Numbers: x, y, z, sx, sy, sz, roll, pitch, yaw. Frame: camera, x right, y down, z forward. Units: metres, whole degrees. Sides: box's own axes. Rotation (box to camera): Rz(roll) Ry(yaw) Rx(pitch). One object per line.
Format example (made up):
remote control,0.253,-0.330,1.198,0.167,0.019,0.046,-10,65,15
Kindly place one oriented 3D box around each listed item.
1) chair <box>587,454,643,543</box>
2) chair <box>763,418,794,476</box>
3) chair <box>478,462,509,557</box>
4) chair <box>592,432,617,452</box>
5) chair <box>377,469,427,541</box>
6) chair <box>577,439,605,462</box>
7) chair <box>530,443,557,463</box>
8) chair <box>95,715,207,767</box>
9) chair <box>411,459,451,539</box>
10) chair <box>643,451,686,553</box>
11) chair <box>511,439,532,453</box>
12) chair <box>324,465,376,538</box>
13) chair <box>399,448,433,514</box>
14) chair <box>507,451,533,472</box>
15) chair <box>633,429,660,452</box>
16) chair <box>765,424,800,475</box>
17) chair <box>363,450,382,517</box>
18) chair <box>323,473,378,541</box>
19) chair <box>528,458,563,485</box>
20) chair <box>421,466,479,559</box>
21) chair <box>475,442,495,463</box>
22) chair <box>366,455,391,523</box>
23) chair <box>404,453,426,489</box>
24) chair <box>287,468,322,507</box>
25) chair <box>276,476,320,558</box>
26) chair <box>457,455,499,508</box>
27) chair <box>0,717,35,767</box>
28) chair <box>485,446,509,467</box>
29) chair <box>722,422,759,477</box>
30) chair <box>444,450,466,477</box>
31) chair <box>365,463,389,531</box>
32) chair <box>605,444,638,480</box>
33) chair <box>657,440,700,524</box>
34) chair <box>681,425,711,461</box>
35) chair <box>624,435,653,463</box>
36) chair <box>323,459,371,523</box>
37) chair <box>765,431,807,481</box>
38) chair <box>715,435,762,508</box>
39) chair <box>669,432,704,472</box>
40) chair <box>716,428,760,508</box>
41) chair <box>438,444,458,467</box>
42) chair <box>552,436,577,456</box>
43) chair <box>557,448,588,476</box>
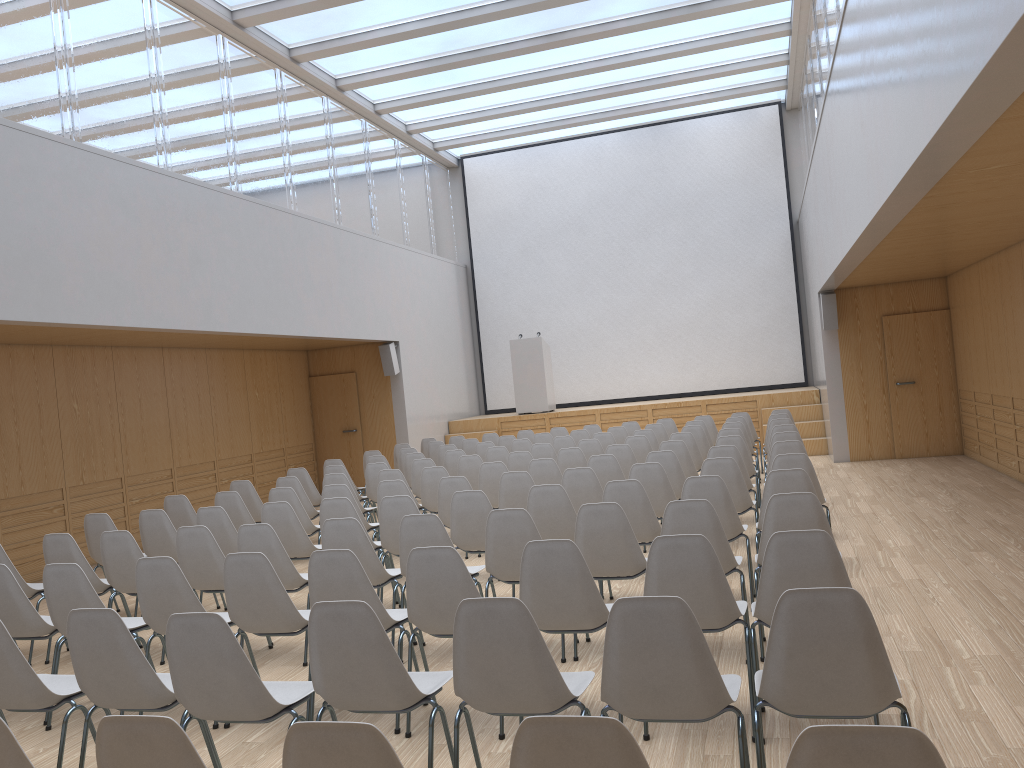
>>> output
chair,0.900,1.051,8.032,0.479,0.876,0.505,-5,0,16
chair,3.223,0.831,10.521,0.479,0.876,0.505,-5,0,16
chair,-0.071,1.146,8.375,0.479,0.876,0.505,-5,0,16
chair,1.219,1.026,11.123,0.479,0.876,0.505,-5,0,16
chair,-1.056,1.241,8.672,0.479,0.876,0.505,-5,0,16
chair,0.965,1.048,10.166,0.479,0.876,0.505,-5,0,16
chair,0.440,1.099,10.248,0.479,0.876,0.505,-5,0,16
chair,-0.766,1.203,2.312,0.479,0.876,0.505,-5,0,16
chair,-0.837,1.222,9.621,0.479,0.876,0.505,-5,0,16
chair,1.387,1.004,7.847,0.479,0.876,0.505,-5,0,16
chair,0.220,1.122,11.395,0.479,0.876,0.505,-5,0,16
chair,-1.831,1.318,9.910,0.479,0.876,0.505,-5,0,16
chair,-1.246,1.264,11.779,0.479,0.876,0.505,-5,0,16
chair,0.184,1.123,9.342,0.479,0.876,0.505,-5,0,16
chair,1.691,0.980,10.925,0.479,0.876,0.505,-5,0,16
chair,2.956,0.855,9.515,0.479,0.876,0.505,-5,0,16
chair,-1.746,1.313,11.986,0.479,0.876,0.505,-5,0,16
chair,-1.607,1.295,8.804,0.479,0.876,0.505,-5,0,16
chair,0.380,1.102,8.225,0.479,0.876,0.505,-5,0,16
chair,-0.619,1.199,8.474,0.479,0.876,0.505,-5,0,16
chair,-0.238,1.167,11.508,0.479,0.876,0.505,-5,0,16
chair,-1.523,1.290,10.880,0.479,0.876,0.505,-5,0,16
chair,-1.050,1.244,10.724,0.479,0.876,0.505,-5,0,16
chair,-2.279,1.361,10.070,0.479,0.876,0.505,-5,0,16
chair,-2.106,1.343,8.968,0.479,0.876,0.505,-5,0,16
chair,-0.336,1.173,9.504,0.479,0.876,0.505,-5,0,16
chair,-1.270,1.252,2.478,0.479,0.876,0.505,-5,0,16
chair,-0.070,1.149,10.418,0.479,0.876,0.505,-5,0,16
chair,2.712,0.881,10.699,0.479,0.876,0.505,-5,0,16
chair,-0.559,1.196,10.538,0.479,0.876,0.505,-5,0,16
chair,-1.337,1.270,9.681,0.479,0.876,0.505,-5,0,16
chair,1.160,1.028,9.019,0.479,0.876,0.505,-5,0,16
chair,1.665,0.979,8.850,0.479,0.876,0.505,-5,0,16
chair,2.252,0.925,10.803,0.479,0.876,0.505,-5,0,16
chair,1.474,0.999,9.989,0.479,0.876,0.505,-5,0,16
chair,-2.060,1.342,10.975,0.479,0.876,0.505,-5,0,16
chair,2.689,0.880,8.594,0.479,0.876,0.505,-5,0,16
chair,2.198,0.927,8.756,0.479,0.876,0.505,-5,0,16
chair,1.940,0.954,9.833,0.479,0.876,0.505,-5,0,16
chair,2.441,0.905,9.736,0.479,0.876,0.505,-5,0,16
chair,-0.731,1.215,11.701,0.479,0.876,0.505,-5,0,16
chair,0.734,1.072,11.160,0.479,0.876,0.505,-5,0,16
chair,0.691,1.073,9.176,0.479,0.876,0.505,-5,0,16
